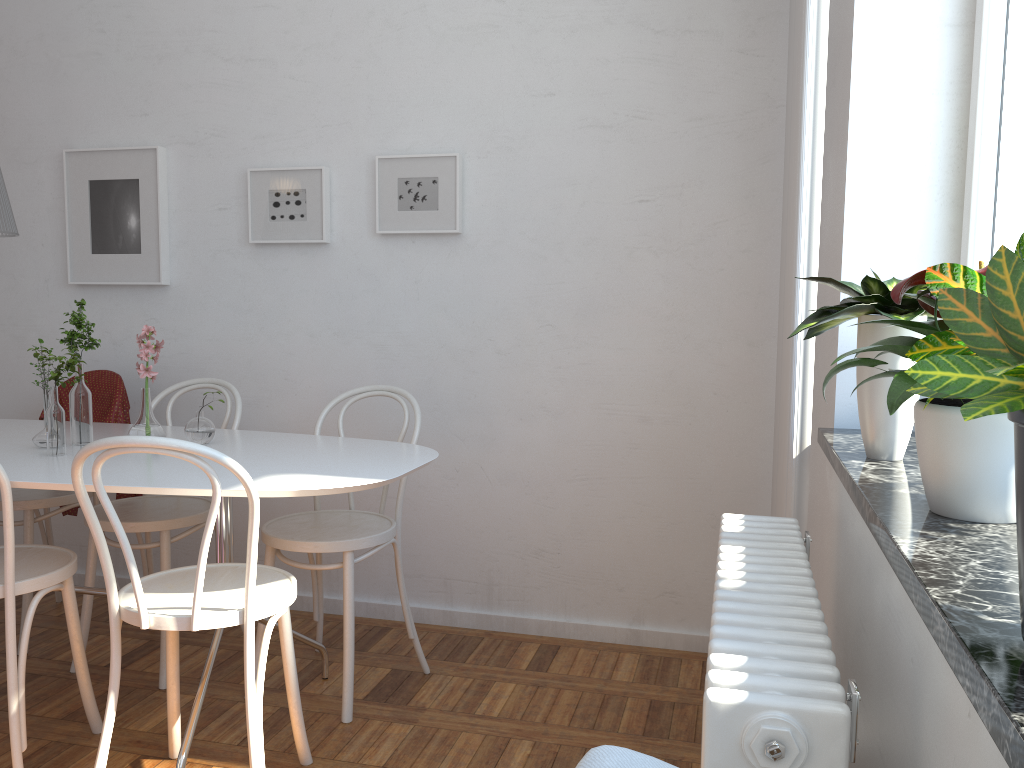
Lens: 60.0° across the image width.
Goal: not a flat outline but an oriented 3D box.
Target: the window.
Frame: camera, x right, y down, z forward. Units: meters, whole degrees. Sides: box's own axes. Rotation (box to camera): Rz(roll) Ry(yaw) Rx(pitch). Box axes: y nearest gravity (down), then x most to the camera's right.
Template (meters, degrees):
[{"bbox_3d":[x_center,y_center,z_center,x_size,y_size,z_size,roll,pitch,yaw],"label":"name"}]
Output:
[{"bbox_3d":[0.512,-0.534,0.279,0.151,1.513,3.015,2,5,14],"label":"window"}]

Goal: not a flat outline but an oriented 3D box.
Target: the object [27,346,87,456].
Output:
[{"bbox_3d":[-1.199,0.045,2.361,0.146,0.294,0.098,-4,8,-42],"label":"object"}]

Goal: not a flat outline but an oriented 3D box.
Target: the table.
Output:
[{"bbox_3d":[-1.352,0.558,2.587,2.289,0.771,0.930,2,5,14],"label":"table"}]

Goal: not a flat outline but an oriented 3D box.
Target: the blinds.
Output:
[{"bbox_3d":[0.716,-0.454,2.218,0.055,2.892,1.036,2,6,14],"label":"blinds"}]

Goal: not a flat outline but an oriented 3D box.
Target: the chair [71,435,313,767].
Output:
[{"bbox_3d":[-0.720,0.460,0.436,0.448,1.344,3.688,1,5,0],"label":"chair"}]

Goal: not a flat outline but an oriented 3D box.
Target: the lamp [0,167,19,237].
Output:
[{"bbox_3d":[-1.552,-1.172,2.432,0.292,1.499,0.292,-3,7,-30],"label":"lamp"}]

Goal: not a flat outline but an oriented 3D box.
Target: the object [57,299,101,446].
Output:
[{"bbox_3d":[-1.230,-0.033,2.529,0.110,0.420,0.107,1,6,3],"label":"object"}]

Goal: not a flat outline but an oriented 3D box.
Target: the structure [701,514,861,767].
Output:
[{"bbox_3d":[0.411,0.602,1.347,0.224,0.625,0.971,2,5,14],"label":"structure"}]

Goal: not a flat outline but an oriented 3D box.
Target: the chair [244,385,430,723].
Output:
[{"bbox_3d":[-0.519,0.479,2.756,0.447,0.919,0.519,3,6,19],"label":"chair"}]

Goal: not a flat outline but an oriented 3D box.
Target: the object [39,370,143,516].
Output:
[{"bbox_3d":[-1.584,0.238,3.372,0.491,0.580,0.200,4,6,29],"label":"object"}]

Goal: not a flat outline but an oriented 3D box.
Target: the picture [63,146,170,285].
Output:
[{"bbox_3d":[-1.549,-0.653,3.473,0.431,0.525,0.050,2,6,14],"label":"picture"}]

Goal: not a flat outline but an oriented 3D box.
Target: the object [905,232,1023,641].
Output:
[{"bbox_3d":[0.429,0.004,0.596,0.299,0.385,0.333,4,6,30],"label":"object"}]

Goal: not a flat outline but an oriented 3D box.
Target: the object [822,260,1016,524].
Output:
[{"bbox_3d":[0.575,0.005,1.058,0.371,0.309,0.379,0,5,-11],"label":"object"}]

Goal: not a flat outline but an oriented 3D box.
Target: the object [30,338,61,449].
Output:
[{"bbox_3d":[-1.305,0.026,2.487,0.084,0.308,0.084,-3,7,-30],"label":"object"}]

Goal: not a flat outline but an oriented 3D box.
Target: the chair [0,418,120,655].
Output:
[{"bbox_3d":[-1.673,0.427,3.217,0.447,0.919,0.519,3,6,24],"label":"chair"}]

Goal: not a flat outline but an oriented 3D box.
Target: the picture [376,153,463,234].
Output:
[{"bbox_3d":[-0.331,-0.674,3.158,0.311,0.273,0.047,2,6,14],"label":"picture"}]

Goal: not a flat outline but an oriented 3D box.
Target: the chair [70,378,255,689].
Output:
[{"bbox_3d":[-1.146,0.455,2.957,0.447,0.919,0.519,2,6,14],"label":"chair"}]

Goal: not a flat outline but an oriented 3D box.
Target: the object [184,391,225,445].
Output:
[{"bbox_3d":[-0.906,0.099,2.605,0.087,0.151,0.112,5,7,37],"label":"object"}]

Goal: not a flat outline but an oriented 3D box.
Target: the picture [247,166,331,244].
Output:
[{"bbox_3d":[-0.827,-0.660,3.287,0.311,0.273,0.047,2,6,14],"label":"picture"}]

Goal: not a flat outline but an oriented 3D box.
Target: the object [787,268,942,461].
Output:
[{"bbox_3d":[0.622,-0.032,1.455,0.354,0.316,0.291,1,5,5],"label":"object"}]

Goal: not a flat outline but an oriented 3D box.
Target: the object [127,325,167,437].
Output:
[{"bbox_3d":[-1.049,0.004,2.538,0.108,0.349,0.111,-1,6,-16],"label":"object"}]
